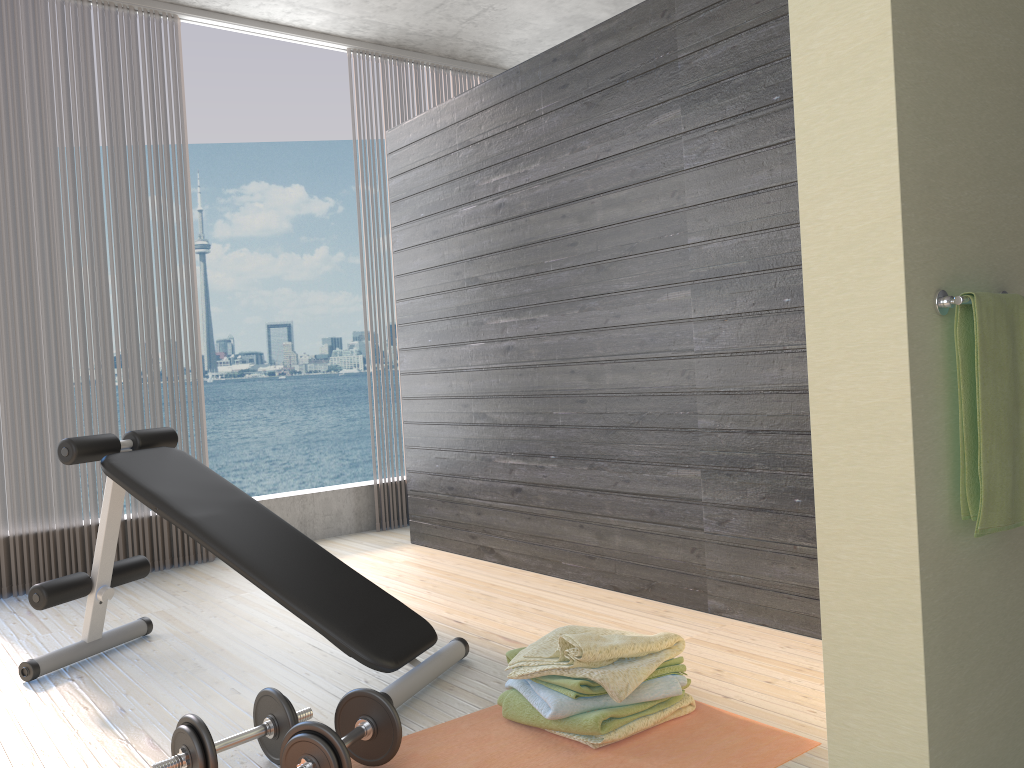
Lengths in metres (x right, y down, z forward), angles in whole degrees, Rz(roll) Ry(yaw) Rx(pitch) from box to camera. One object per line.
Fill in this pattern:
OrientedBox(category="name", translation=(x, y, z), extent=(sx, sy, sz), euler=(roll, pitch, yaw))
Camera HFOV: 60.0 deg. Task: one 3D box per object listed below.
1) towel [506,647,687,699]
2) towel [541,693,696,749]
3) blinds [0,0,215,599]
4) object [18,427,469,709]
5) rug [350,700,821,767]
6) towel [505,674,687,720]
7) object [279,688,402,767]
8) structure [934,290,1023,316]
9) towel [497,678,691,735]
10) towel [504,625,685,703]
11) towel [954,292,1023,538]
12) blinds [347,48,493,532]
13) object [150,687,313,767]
OrientedBox(category="towel", translation=(0.217, 0.720, 2.278), extent=(0.376, 0.085, 0.371), euler=(-4, 1, -32))
OrientedBox(category="towel", translation=(0.227, 0.805, 2.239), extent=(0.376, 0.044, 0.371), euler=(-4, 1, -39))
OrientedBox(category="blinds", translation=(-2.026, -0.446, 4.128), extent=(1.133, 2.744, 0.069), euler=(-4, 1, -37))
OrientedBox(category="object", translation=(-0.848, 0.507, 2.720), extent=(1.312, 0.746, 0.505), euler=(-3, 1, 22))
OrientedBox(category="rug", translation=(-0.627, 0.892, 1.427), extent=(2.779, 0.002, 0.716), euler=(-4, 1, -37))
OrientedBox(category="towel", translation=(0.206, 0.758, 2.257), extent=(0.383, 0.078, 0.383), euler=(-4, 1, -20))
OrientedBox(category="object", translation=(-0.364, 0.775, 1.905), extent=(0.176, 0.176, 0.385), euler=(-3, 1, 24))
OrientedBox(category="structure", translation=(0.876, -0.152, 1.634), extent=(0.298, 0.046, 0.052), euler=(-4, 1, -37))
OrientedBox(category="towel", translation=(0.206, 0.784, 2.233), extent=(0.380, 0.081, 0.367), euler=(-4, 1, -40))
OrientedBox(category="towel", translation=(0.208, 0.667, 2.250), extent=(0.373, 0.123, 0.384), euler=(-3, 1, 36))
OrientedBox(category="towel", translation=(0.884, 0.049, 1.608), extent=(0.214, 0.433, 0.070), euler=(-4, 1, -42))
OrientedBox(category="blinds", translation=(-0.412, -0.562, 5.361), extent=(1.133, 2.744, 0.069), euler=(-4, 1, -37))
OrientedBox(category="object", translation=(-0.617, 0.798, 1.987), extent=(0.176, 0.176, 0.385), euler=(-2, 1, 44))
